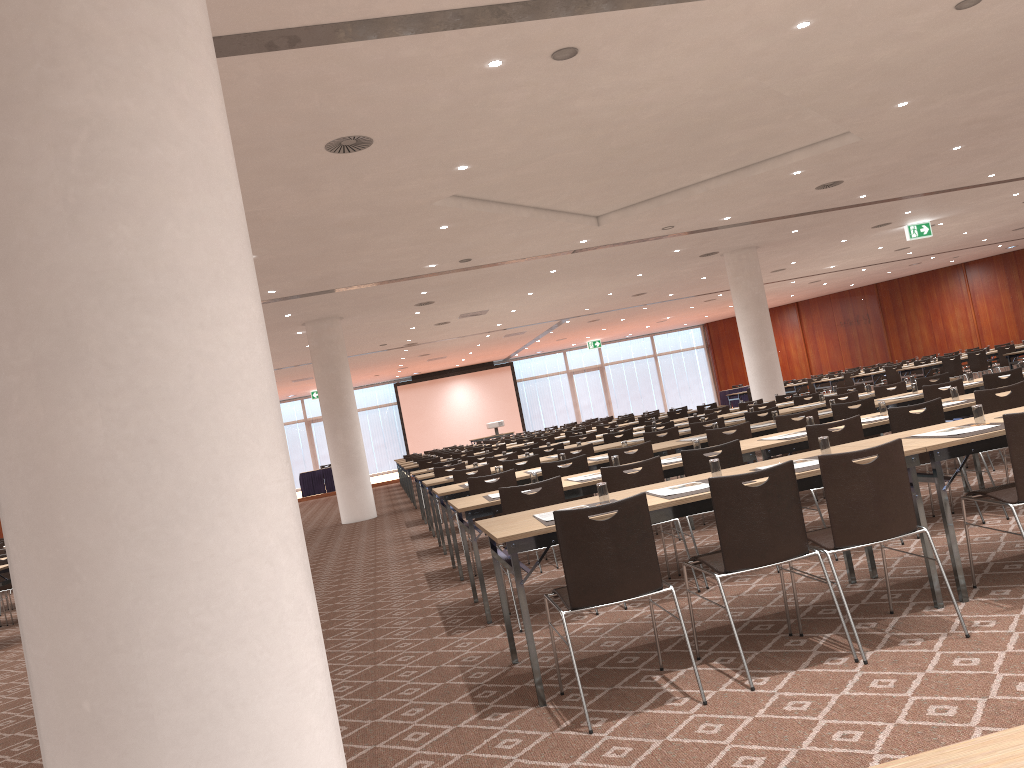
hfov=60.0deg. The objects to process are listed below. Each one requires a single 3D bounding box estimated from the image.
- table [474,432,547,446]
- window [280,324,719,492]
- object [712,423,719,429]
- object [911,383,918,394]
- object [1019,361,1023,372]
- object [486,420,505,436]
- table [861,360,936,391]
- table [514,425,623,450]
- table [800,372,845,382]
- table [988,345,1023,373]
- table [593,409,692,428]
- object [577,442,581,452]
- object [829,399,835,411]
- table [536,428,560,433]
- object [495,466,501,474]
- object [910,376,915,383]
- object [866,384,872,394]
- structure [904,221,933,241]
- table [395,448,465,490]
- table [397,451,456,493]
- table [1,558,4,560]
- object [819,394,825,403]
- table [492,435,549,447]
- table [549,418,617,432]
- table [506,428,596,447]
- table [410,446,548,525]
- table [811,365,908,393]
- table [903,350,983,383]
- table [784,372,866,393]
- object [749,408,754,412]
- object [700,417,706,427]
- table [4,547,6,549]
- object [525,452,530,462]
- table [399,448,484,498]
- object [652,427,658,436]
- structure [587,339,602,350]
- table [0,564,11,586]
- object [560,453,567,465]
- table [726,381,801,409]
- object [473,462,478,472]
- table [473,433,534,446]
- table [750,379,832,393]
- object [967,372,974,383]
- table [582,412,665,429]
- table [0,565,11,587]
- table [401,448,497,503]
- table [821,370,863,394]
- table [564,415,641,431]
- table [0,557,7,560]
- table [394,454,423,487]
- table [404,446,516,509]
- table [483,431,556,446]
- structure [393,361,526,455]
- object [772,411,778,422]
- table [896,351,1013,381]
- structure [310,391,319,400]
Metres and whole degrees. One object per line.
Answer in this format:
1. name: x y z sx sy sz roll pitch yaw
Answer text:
1. table: -0.016 2.051 26.418 2.266 0.832 0.954 -11 -2 -9
2. window: -2.139 1.264 38.279 22.954 3.871 0.217 -11 -2 -9
3. object: 2.078 0.453 9.035 0.054 0.114 0.054 -12 -2 24
4. object: 4.272 0.047 9.412 0.054 0.114 0.054 -11 -2 2
5. object: 5.539 -0.188 9.624 0.054 0.114 0.054 -9 -2 -43
6. object: -0.569 1.579 31.566 0.576 0.472 0.615 -11 -2 -9
7. table: 11.326 -0.137 26.262 2.266 0.832 0.954 -11 -2 -9
8. table: 1.194 1.496 18.525 2.266 0.832 0.954 -11 -2 -9
9. table: 10.720 0.141 30.209 2.266 0.832 0.954 -11 -2 -9
10. table: 12.234 -0.553 20.342 2.266 0.832 0.954 -11 -2 -9
11. table: 3.094 1.226 20.861 2.266 0.832 0.954 -11 -2 -9
12. object: 0.826 0.768 10.860 0.054 0.114 0.054 -9 -2 -43
13. object: 3.346 0.218 9.245 0.054 0.114 0.054 -12 -2 24
14. table: 1.883 1.781 28.754 2.266 0.832 0.954 -11 -2 -9
15. object: -0.134 0.865 8.689 0.054 0.114 0.054 -12 -2 24
16. object: 5.237 -0.050 11.592 0.054 0.114 0.054 -10 -2 -20
17. object: 4.616 0.065 11.478 0.054 0.114 0.054 -9 -2 -43
18. structure: 9.179 -3.455 20.031 0.587 0.346 0.105 -11 -2 -9
19. table: -2.219 2.460 26.056 2.266 0.832 0.954 -11 -2 -9
20. table: -1.916 2.321 24.082 2.266 0.832 0.954 -11 -2 -9
21. table: -6.965 2.784 11.618 2.266 0.832 0.954 -11 -2 -9
22. object: 3.979 0.184 11.388 0.054 0.114 0.054 -9 -2 -43
23. table: 0.589 1.774 22.472 2.266 0.832 0.954 -11 -2 -9
24. table: 2.186 1.642 26.781 2.266 0.832 0.954 -11 -2 -9
25. table: 0.892 1.635 20.498 2.266 0.832 0.954 -11 -2 -9
26. table: -0.478 1.662 14.709 2.266 0.832 0.954 -11 -2 -9
27. table: 9.426 0.133 23.926 2.266 0.832 0.954 -11 -2 -9
28. table: 11.629 -0.275 24.289 2.266 0.832 0.954 -11 -2 -9
29. table: 9.123 0.272 25.900 2.266 0.832 0.954 -11 -2 -9
30. object: 3.037 0.358 11.219 0.054 0.114 0.054 -12 -2 24
31. object: 2.400 0.476 11.118 0.054 0.114 0.054 -10 -2 -20
32. table: -10.000 3.574 16.682 2.266 0.832 0.954 -11 -2 -9
33. object: 0.192 0.887 10.764 0.054 0.114 0.054 -10 -2 -20
34. table: -1.614 2.182 22.109 2.266 0.832 0.954 -11 -2 -9
35. object: 1.773 0.593 11.021 0.054 0.114 0.054 -10 -2 -20
36. structure: 3.453 -1.652 37.236 0.587 0.346 0.105 -11 -2 -9
37. table: -6.662 2.645 9.644 2.266 0.832 0.954 -11 -2 -9
38. object: 0.508 0.745 8.788 0.054 0.114 0.054 -9 -2 -43
39. table: 8.518 0.549 29.847 2.266 0.832 0.954 -11 -2 -9
40. object: -0.434 1.003 10.661 0.054 0.114 0.054 -10 -2 -20
41. table: -0.319 2.190 28.392 2.266 0.832 0.954 -11 -2 -9
42. table: 8.821 0.411 27.873 2.266 0.832 0.954 -11 -2 -9
43. object: 4.917 -0.073 9.513 0.054 0.114 0.054 -9 -2 -43
44. table: 2.791 1.365 22.834 2.266 0.832 0.954 -11 -2 -9
45. table: -6.662 2.645 9.644 2.266 0.832 0.954 -11 -2 -9
46. table: -1.311 2.044 20.136 2.266 0.832 0.954 -11 -2 -9
47. table: 11.023 0.002 28.236 2.266 0.832 0.954 -11 -2 -9
48. table: 2.489 1.503 24.808 2.266 0.832 0.954 -11 -2 -9
49. table: -6.965 2.784 11.618 2.266 0.832 0.954 -11 -2 -9
50. table: -2.522 2.599 28.029 2.266 0.832 0.954 -11 -2 -9
51. table: -1.008 1.905 18.162 2.266 0.832 0.954 -11 -2 -9
52. table: 0.286 1.912 24.445 2.266 0.832 0.954 -11 -2 -9
53. structure: -2.195 1.063 37.672 5.157 3.524 0.395 -11 -2 -9
54. object: 2.716 0.335 9.146 0.054 0.114 0.054 -12 -2 24
55. table: 10.031 -0.144 19.979 2.266 0.832 0.954 -11 -2 -9
56. structure: -7.722 0.422 35.397 0.587 0.346 0.105 -11 -2 -9
